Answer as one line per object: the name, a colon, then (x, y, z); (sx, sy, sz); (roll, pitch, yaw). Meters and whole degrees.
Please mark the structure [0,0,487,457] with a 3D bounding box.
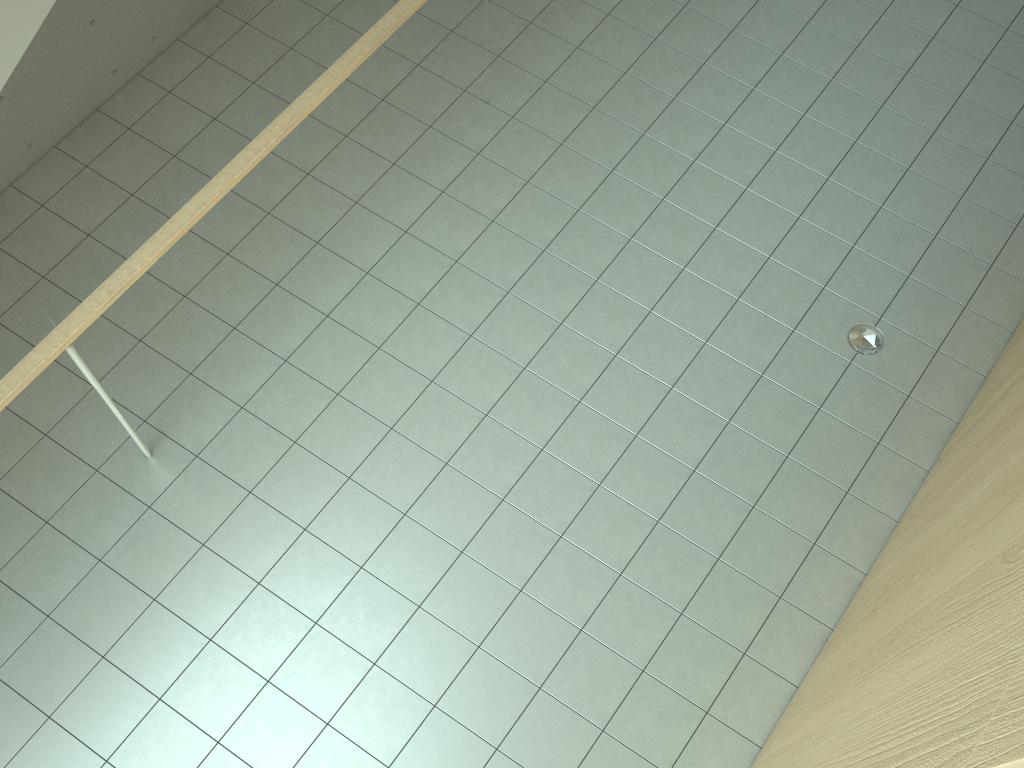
structure: (-2.629, -0.942, 2.239); (1.820, 4.741, 11.744); (34, 71, 17)
